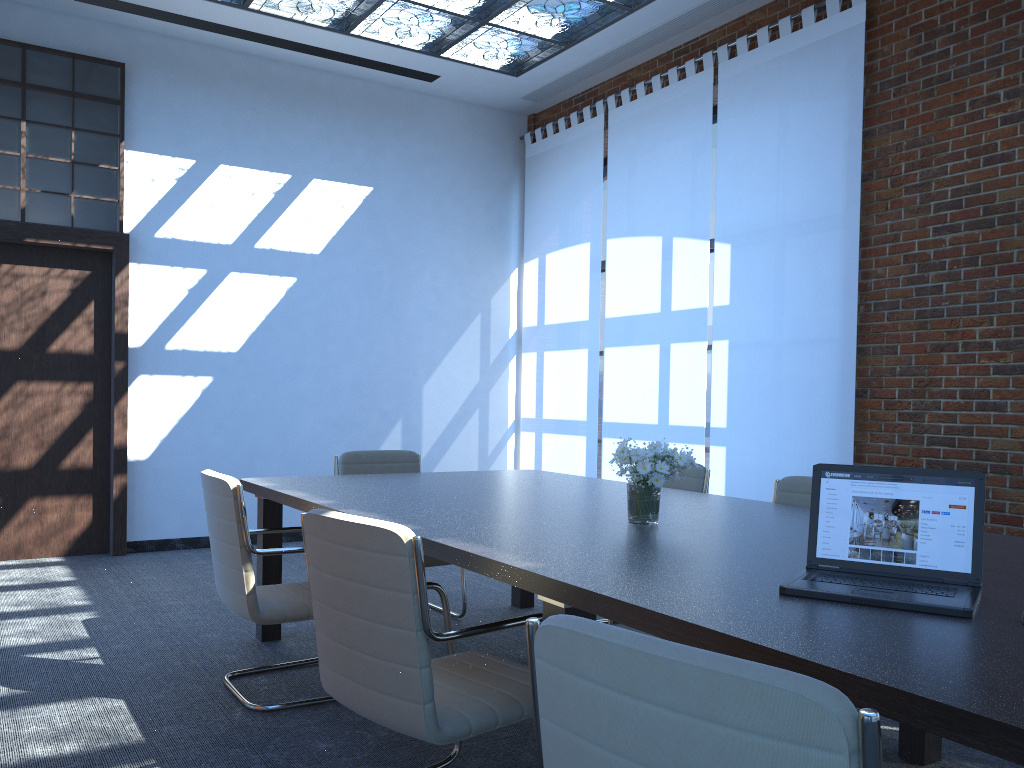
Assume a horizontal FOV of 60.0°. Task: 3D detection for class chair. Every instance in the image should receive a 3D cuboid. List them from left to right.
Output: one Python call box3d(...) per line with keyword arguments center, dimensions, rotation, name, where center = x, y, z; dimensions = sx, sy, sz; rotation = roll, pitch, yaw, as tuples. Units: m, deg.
box3d(center=(-0.932, 0.825, 3.753), dimensions=(0.706, 0.923, 0.559), rotation=(1, 1, -32), name="chair")
box3d(center=(-0.631, 0.853, 5.006), dimensions=(0.560, 0.923, 0.706), rotation=(1, 1, -32), name="chair")
box3d(center=(-0.206, 0.819, 2.593), dimensions=(0.706, 0.923, 0.559), rotation=(1, 1, -43), name="chair")
box3d(center=(0.609, 0.871, 4.673), dimensions=(0.706, 0.923, 0.559), rotation=(1, 1, -28), name="chair")
box3d(center=(0.428, 0.810, 1.402), dimensions=(0.706, 0.923, 0.559), rotation=(1, 1, -43), name="chair")
box3d(center=(1.130, 0.862, 3.652), dimensions=(0.706, 0.923, 0.559), rotation=(1, 1, -38), name="chair")

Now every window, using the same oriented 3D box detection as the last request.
box3d(center=(-3.488, -1.774, 6.324), dimensions=(1.329, 1.293, 0.059), rotation=(1, 1, -32), name="window")
box3d(center=(3.117, -0.424, 4.769), dimensions=(0.160, 3.610, 9.616), rotation=(0, 0, -32), name="window")

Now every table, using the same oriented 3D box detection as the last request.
box3d(center=(0.544, 0.899, 3.114), dimensions=(1.810, 0.810, 4.501), rotation=(1, -1, -32), name="table")

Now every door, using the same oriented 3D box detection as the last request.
box3d(center=(-3.549, 0.068, 6.416), dimensions=(1.400, 2.437, 0.200), rotation=(1, 1, -32), name="door")

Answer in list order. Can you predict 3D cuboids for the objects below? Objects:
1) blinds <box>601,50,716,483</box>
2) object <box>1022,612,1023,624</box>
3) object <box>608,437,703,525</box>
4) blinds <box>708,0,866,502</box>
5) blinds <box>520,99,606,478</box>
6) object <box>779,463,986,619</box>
box3d(center=(1.100, -0.531, 6.953), dimensions=(0.039, 3.760, 1.218), rotation=(0, 1, -32), name="blinds")
box3d(center=(1.056, 0.464, 1.776), dimensions=(0.059, 0.034, 0.101), rotation=(1, -1, 38), name="object")
box3d(center=(0.480, 0.339, 3.154), dimensions=(0.329, 0.310, 0.336), rotation=(1, 0, -21), name="object")
box3d(center=(1.772, -0.537, 5.880), dimensions=(0.039, 3.760, 1.218), rotation=(0, 1, -32), name="blinds")
box3d(center=(0.423, -0.524, 8.035), dimensions=(0.039, 3.760, 1.218), rotation=(0, 1, -32), name="blinds")
box3d(center=(0.853, 0.340, 2.033), dimensions=(0.390, 0.283, 0.323), rotation=(1, 0, 31), name="object")
